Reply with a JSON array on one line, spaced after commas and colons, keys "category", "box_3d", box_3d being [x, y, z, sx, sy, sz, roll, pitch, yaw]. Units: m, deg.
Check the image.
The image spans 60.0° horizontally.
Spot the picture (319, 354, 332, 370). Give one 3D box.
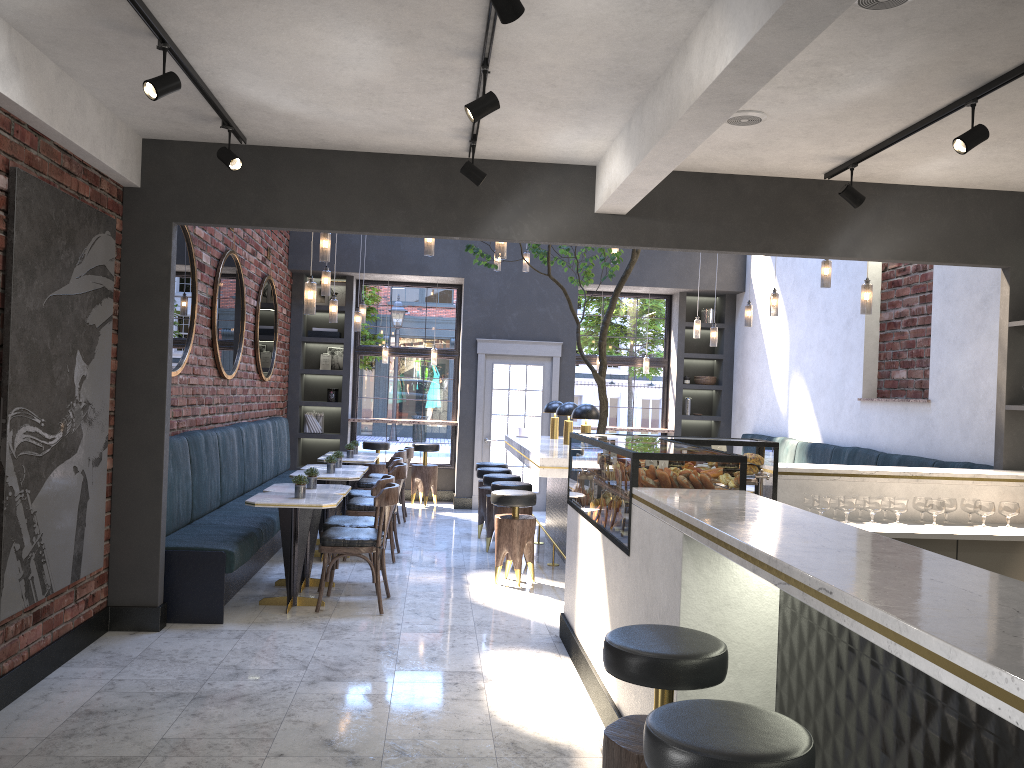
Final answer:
[{"category": "picture", "box_3d": [-2.531, -0.297, 12.054, 0.161, 0.227, 0.049, 2, 0, -5]}]

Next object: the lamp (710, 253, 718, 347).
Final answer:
[{"category": "lamp", "box_3d": [2.364, -2.477, 10.063, 0.078, 4.105, 0.078, 2, 0, -20]}]

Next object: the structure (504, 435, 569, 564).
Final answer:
[{"category": "structure", "box_3d": [0.535, 1.117, 8.571, 0.990, 1.050, 3.490, 2, -1, -5]}]

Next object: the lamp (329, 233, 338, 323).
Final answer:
[{"category": "lamp", "box_3d": [-1.652, -2.644, 8.574, 0.078, 4.105, 0.078, 2, 0, 2]}]

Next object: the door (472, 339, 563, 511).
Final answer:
[{"category": "door", "box_3d": [0.054, 0.543, 11.585, 1.132, 2.219, 0.152, 2, 0, -5]}]

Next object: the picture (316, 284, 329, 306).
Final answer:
[{"category": "picture", "box_3d": [-2.599, -1.200, 12.026, 0.230, 0.313, 0.061, 2, 0, -5]}]

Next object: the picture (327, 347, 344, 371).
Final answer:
[{"category": "picture", "box_3d": [-2.403, -0.342, 12.090, 0.247, 0.326, 0.044, 2, 0, -5]}]

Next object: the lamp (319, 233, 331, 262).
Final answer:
[{"category": "lamp", "box_3d": [-1.356, -2.989, 6.786, 0.078, 4.105, 0.078, 2, 0, -20]}]

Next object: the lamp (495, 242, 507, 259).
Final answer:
[{"category": "lamp", "box_3d": [-0.001, -2.930, 6.215, 0.078, 4.105, 0.078, 2, 0, 25]}]

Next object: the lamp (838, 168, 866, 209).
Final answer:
[{"category": "lamp", "box_3d": [2.025, -1.165, 5.278, 0.157, 0.235, 0.087, 2, 0, -11]}]

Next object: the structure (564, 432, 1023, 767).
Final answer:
[{"category": "structure", "box_3d": [2.185, 1.001, 2.879, 3.205, 1.300, 5.805, 2, -1, -5]}]

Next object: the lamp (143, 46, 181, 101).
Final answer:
[{"category": "lamp", "box_3d": [-1.486, -1.315, 3.772, 0.087, 0.238, 0.157, 2, 0, 34]}]

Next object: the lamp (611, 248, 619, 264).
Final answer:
[{"category": "lamp", "box_3d": [1.236, -3.409, 10.004, 0.078, 4.105, 0.078, 2, 0, -20]}]

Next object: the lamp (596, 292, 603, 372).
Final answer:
[{"category": "lamp", "box_3d": [1.226, -0.882, 12.208, 0.078, 1.429, 0.078, 2, 0, -43]}]

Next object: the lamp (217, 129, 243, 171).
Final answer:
[{"category": "lamp", "box_3d": [-1.579, -1.305, 4.966, 0.157, 0.235, 0.087, 2, 0, 36]}]

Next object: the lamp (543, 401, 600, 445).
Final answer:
[{"category": "lamp", "box_3d": [0.284, -1.082, 4.971, 4.183, 3.256, 8.834, 2, 0, -22]}]

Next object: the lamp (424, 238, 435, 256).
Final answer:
[{"category": "lamp", "box_3d": [-0.580, -3.071, 7.034, 0.078, 4.105, 0.078, 2, 0, 25]}]

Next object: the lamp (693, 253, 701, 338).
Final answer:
[{"category": "lamp", "box_3d": [2.313, -2.606, 10.725, 0.078, 4.105, 0.078, 2, 0, -20]}]

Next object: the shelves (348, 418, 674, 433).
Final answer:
[{"category": "shelves", "box_3d": [0.009, 0.566, 12.113, 4.403, 0.043, 0.384, 2, -1, -5]}]

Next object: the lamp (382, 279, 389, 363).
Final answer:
[{"category": "lamp", "box_3d": [-1.686, -0.996, 11.958, 0.078, 1.429, 0.078, 2, 0, 25]}]

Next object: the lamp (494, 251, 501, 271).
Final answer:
[{"category": "lamp", "box_3d": [-0.086, -3.308, 9.837, 0.078, 4.105, 0.078, 2, 0, -20]}]

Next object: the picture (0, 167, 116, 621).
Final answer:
[{"category": "picture", "box_3d": [-2.242, 0.045, 3.768, 0.033, 2.027, 2.821, 2, 0, -5]}]

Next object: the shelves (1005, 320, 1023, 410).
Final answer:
[{"category": "shelves", "box_3d": [3.583, -0.125, 4.096, 0.300, 0.580, 3.600, 2, -1, -5]}]

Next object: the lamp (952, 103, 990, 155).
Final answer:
[{"category": "lamp", "box_3d": [2.116, -1.173, 4.086, 0.157, 0.235, 0.087, 2, 0, -11]}]

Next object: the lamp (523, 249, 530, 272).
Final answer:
[{"category": "lamp", "box_3d": [0.243, -3.381, 10.494, 0.078, 4.105, 0.078, 2, 0, -20]}]

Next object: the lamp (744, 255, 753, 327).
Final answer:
[{"category": "lamp", "box_3d": [2.465, -2.629, 8.956, 0.078, 4.105, 0.078, 2, 0, -43]}]

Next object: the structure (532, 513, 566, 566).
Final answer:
[{"category": "structure", "box_3d": [0.518, 1.537, 8.571, 0.496, 0.210, 3.498, 2, -1, -5]}]

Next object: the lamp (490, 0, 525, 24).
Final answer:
[{"category": "lamp", "box_3d": [-0.025, -1.268, 2.803, 0.087, 0.238, 0.157, 2, 0, 34]}]

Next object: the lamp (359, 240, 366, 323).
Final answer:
[{"category": "lamp", "box_3d": [-1.668, -2.762, 10.332, 0.078, 4.105, 0.078, 2, 0, -20]}]

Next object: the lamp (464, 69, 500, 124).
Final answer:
[{"category": "lamp", "box_3d": [-0.129, -1.262, 3.893, 0.157, 0.238, 0.087, 2, 0, -11]}]

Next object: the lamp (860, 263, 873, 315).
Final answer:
[{"category": "lamp", "box_3d": [2.672, -2.563, 6.498, 0.078, 4.105, 0.078, 2, 0, -20]}]

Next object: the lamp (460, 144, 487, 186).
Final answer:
[{"category": "lamp", "box_3d": [-0.219, -1.254, 5.085, 0.157, 0.238, 0.087, 2, 0, -11]}]

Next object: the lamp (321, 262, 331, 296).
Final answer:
[{"category": "lamp", "box_3d": [-1.590, -2.842, 7.933, 0.078, 4.105, 0.078, 2, 0, 2]}]

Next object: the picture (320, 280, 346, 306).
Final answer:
[{"category": "picture", "box_3d": [-2.436, -1.218, 12.075, 0.361, 0.369, 0.055, 2, 0, -5]}]

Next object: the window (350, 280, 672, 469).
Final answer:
[{"category": "window", "box_3d": [0.580, -1.511, 6.227, 6.405, 5.364, 12.709, 2, 0, -5]}]

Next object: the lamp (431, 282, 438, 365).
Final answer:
[{"category": "lamp", "box_3d": [-1.032, -0.970, 12.014, 0.078, 1.429, 0.078, 2, 0, -43]}]

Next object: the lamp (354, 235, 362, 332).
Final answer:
[{"category": "lamp", "box_3d": [-1.624, -2.632, 9.761, 0.078, 4.105, 0.078, 2, 0, -20]}]

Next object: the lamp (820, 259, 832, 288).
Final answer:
[{"category": "lamp", "box_3d": [2.623, -2.833, 7.195, 0.078, 4.105, 0.078, 2, 0, -20]}]

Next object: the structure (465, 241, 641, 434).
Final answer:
[{"category": "structure", "box_3d": [0.741, -1.351, 7.602, 3.743, 5.988, 2.807, 2, 0, 39]}]

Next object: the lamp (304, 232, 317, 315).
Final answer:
[{"category": "lamp", "box_3d": [-1.315, -2.531, 6.104, 0.078, 4.105, 0.078, 2, 0, -20]}]

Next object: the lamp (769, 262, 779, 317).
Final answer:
[{"category": "lamp", "box_3d": [2.524, -2.681, 8.286, 0.078, 4.105, 0.078, 2, 0, -43]}]

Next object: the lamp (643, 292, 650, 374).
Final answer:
[{"category": "lamp", "box_3d": [1.880, -0.856, 12.264, 0.078, 1.429, 0.078, 2, 0, 25]}]
